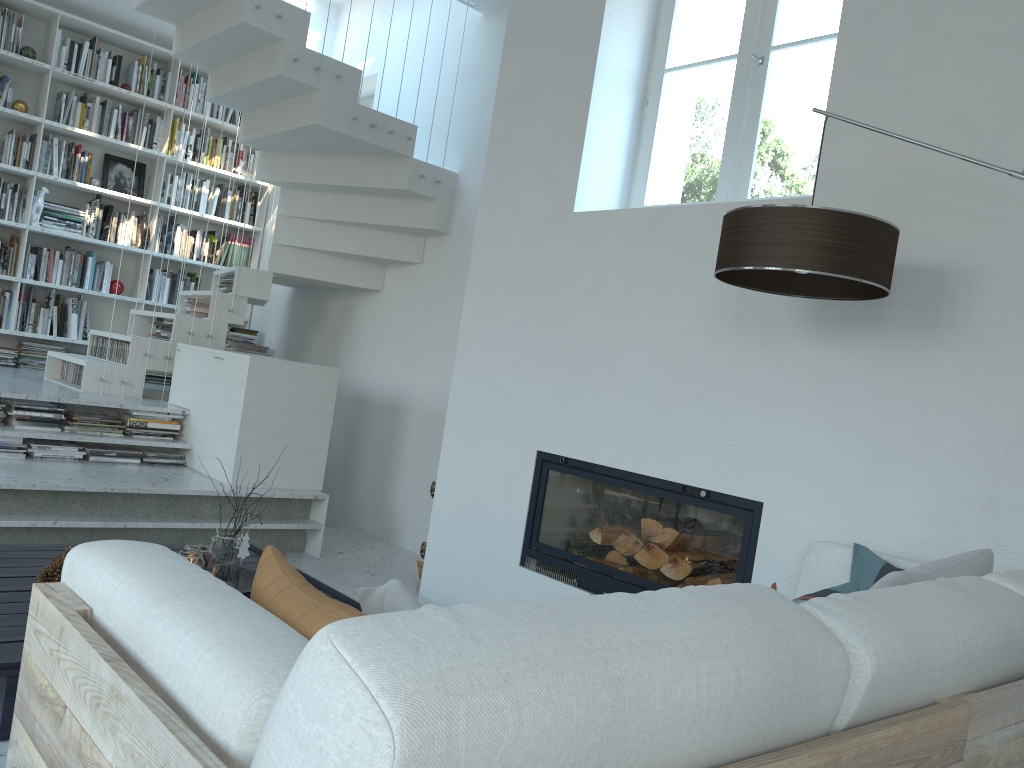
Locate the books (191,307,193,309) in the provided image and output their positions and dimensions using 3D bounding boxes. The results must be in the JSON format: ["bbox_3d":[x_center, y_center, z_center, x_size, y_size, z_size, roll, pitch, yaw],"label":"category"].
[{"bbox_3d":[-2.002,-0.499,5.863,0.178,0.036,0.221,9,0,-37],"label":"books"}]

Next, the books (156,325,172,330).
[{"bbox_3d":[-2.307,-0.373,6.019,0.181,0.022,0.140,9,0,42],"label":"books"}]

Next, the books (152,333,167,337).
[{"bbox_3d":[-2.323,-0.322,6.012,0.216,0.009,0.158,9,0,42],"label":"books"}]

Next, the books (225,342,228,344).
[{"bbox_3d":[-2.147,-0.309,6.934,0.159,0.015,0.119,9,0,-37],"label":"books"}]

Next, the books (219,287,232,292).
[{"bbox_3d":[-1.851,-0.621,5.945,0.182,0.013,0.287,9,0,-27],"label":"books"}]

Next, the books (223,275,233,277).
[{"bbox_3d":[-1.939,-0.736,6.224,0.165,0.014,0.235,9,0,-24],"label":"books"}]

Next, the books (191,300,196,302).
[{"bbox_3d":[-2.005,-0.535,5.872,0.218,0.012,0.156,9,0,-25],"label":"books"}]

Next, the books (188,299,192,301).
[{"bbox_3d":[-2.123,-0.567,6.126,0.180,0.014,0.157,9,0,45],"label":"books"}]

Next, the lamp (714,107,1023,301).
[{"bbox_3d":[1.172,0.269,2.171,1.557,1.966,0.471,9,1,34],"label":"lamp"}]

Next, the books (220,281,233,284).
[{"bbox_3d":[-1.837,-0.667,5.948,0.177,0.007,0.254,9,0,-33],"label":"books"}]

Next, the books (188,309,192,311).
[{"bbox_3d":[-2.133,-0.497,6.127,0.160,0.010,0.179,9,0,-38],"label":"books"}]

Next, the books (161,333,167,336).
[{"bbox_3d":[-2.180,-0.309,5.841,0.207,0.016,0.175,9,0,43],"label":"books"}]

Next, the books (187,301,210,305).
[{"bbox_3d":[-1.901,-0.498,5.633,0.295,0.007,0.146,9,0,-7],"label":"books"}]

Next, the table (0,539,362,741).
[{"bbox_3d":[-1.254,0.779,3.009,1.271,0.218,1.256,9,0,-41],"label":"table"}]

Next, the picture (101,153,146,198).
[{"bbox_3d":[-2.934,-1.556,6.703,0.300,0.300,0.077,9,1,-41],"label":"picture"}]

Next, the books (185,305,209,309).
[{"bbox_3d":[-1.905,-0.473,5.633,0.295,0.006,0.146,9,0,-7],"label":"books"}]

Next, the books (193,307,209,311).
[{"bbox_3d":[-1.907,-0.463,5.633,0.215,0.014,0.138,9,0,-14],"label":"books"}]

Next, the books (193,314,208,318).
[{"bbox_3d":[-1.917,-0.419,5.655,0.206,0.012,0.183,9,0,-14],"label":"books"}]

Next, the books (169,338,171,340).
[{"bbox_3d":[-2.171,-0.285,5.852,0.138,0.013,0.198,9,0,-35],"label":"books"}]

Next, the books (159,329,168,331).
[{"bbox_3d":[-2.304,-0.357,6.024,0.132,0.010,0.198,9,0,-37],"label":"books"}]

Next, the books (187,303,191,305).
[{"bbox_3d":[-2.122,-0.540,6.130,0.150,0.017,0.239,9,0,-43],"label":"books"}]

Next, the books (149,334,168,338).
[{"bbox_3d":[-2.330,-0.316,6.007,0.189,0.007,0.195,9,0,-44],"label":"books"}]

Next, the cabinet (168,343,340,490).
[{"bbox_3d":[-1.507,0.166,4.992,0.552,0.668,0.992,8,0,-41],"label":"cabinet"}]

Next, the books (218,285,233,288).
[{"bbox_3d":[-1.850,-0.635,5.944,0.191,0.014,0.243,9,0,-28],"label":"books"}]

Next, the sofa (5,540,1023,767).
[{"bbox_3d":[0.363,0.699,1.654,2.196,0.854,0.870,9,0,-41],"label":"sofa"}]

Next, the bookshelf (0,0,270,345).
[{"bbox_3d":[-4.519,-1.185,5.230,6.302,3.143,0.330,9,1,-41],"label":"bookshelf"}]

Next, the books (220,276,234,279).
[{"bbox_3d":[-1.837,-0.697,5.945,0.191,0.013,0.243,9,0,-30],"label":"books"}]

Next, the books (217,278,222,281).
[{"bbox_3d":[-1.950,-0.723,6.219,0.190,0.015,0.230,9,0,-27],"label":"books"}]

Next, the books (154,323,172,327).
[{"bbox_3d":[-2.310,-0.389,6.014,0.207,0.009,0.160,9,0,45],"label":"books"}]

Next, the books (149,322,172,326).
[{"bbox_3d":[-2.322,-0.399,6.002,0.188,0.006,0.198,9,0,45],"label":"books"}]

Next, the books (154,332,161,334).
[{"bbox_3d":[-2.324,-0.333,6.010,0.159,0.012,0.225,9,0,-33],"label":"books"}]

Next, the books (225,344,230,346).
[{"bbox_3d":[-2.141,-0.293,6.925,0.206,0.015,0.144,9,0,-44],"label":"books"}]

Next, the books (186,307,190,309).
[{"bbox_3d":[-2.125,-0.507,6.133,0.145,0.012,0.296,9,0,-42],"label":"books"}]

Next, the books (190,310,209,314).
[{"bbox_3d":[-1.914,-0.441,5.660,0.254,0.007,0.189,9,0,-14],"label":"books"}]

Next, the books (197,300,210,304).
[{"bbox_3d":[-1.902,-0.510,5.650,0.184,0.016,0.179,9,0,-13],"label":"books"}]

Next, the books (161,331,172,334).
[{"bbox_3d":[-2.178,-0.324,5.840,0.184,0.014,0.225,9,0,-44],"label":"books"}]

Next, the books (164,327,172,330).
[{"bbox_3d":[-2.175,-0.350,5.839,0.189,0.012,0.155,9,0,-38],"label":"books"}]

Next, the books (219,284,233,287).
[{"bbox_3d":[-1.841,-0.645,5.948,0.187,0.009,0.260,9,0,-31],"label":"books"}]

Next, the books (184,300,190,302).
[{"bbox_3d":[-2.132,-0.555,6.120,0.203,0.011,0.173,9,0,44],"label":"books"}]

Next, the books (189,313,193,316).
[{"bbox_3d":[-2.037,-0.447,5.897,0.184,0.016,0.128,9,0,-34],"label":"books"}]

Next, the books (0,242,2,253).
[{"bbox_3d":[-3.594,-0.878,6.182,0.016,0.231,0.138,8,1,-41],"label":"books"}]

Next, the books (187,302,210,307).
[{"bbox_3d":[-1.903,-0.490,5.633,0.295,0.007,0.146,9,0,-11],"label":"books"}]

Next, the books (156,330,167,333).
[{"bbox_3d":[-2.311,-0.345,6.019,0.165,0.015,0.145,9,0,43],"label":"books"}]

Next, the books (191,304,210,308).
[{"bbox_3d":[-1.906,-0.482,5.648,0.232,0.011,0.171,9,0,-5],"label":"books"}]

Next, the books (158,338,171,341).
[{"bbox_3d":[-2.190,-0.279,5.837,0.223,0.004,0.191,9,0,45],"label":"books"}]

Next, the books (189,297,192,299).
[{"bbox_3d":[-2.118,-0.580,6.128,0.157,0.014,0.180,9,0,-43],"label":"books"}]

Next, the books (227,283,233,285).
[{"bbox_3d":[-1.830,-0.655,5.954,0.154,0.014,0.196,9,0,-28],"label":"books"}]

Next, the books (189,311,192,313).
[{"bbox_3d":[-2.017,-0.459,5.874,0.200,0.014,0.177,9,0,-37],"label":"books"}]

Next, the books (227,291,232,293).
[{"bbox_3d":[-1.828,-0.604,5.960,0.130,0.014,0.249,9,0,-28],"label":"books"}]

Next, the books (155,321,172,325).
[{"bbox_3d":[-2.305,-0.405,6.015,0.161,0.012,0.194,9,0,-44],"label":"books"}]

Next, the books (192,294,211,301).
[{"bbox_3d":[-1.897,-0.534,5.643,0.234,0.025,0.157,9,0,-4],"label":"books"}]

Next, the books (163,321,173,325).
[{"bbox_3d":[-2.168,-0.388,5.839,0.193,0.014,0.177,9,0,43],"label":"books"}]

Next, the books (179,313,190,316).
[{"bbox_3d":[-2.149,-0.458,6.119,0.190,0.018,0.287,9,0,-42],"label":"books"}]

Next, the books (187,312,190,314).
[{"bbox_3d":[-2.128,-0.472,6.135,0.136,0.017,0.288,9,0,-43],"label":"books"}]

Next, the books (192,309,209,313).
[{"bbox_3d":[-1.911,-0.450,5.647,0.222,0.011,0.180,9,0,-10],"label":"books"}]

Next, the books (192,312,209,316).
[{"bbox_3d":[-1.914,-0.432,5.650,0.215,0.013,0.189,9,0,-9],"label":"books"}]

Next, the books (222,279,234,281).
[{"bbox_3d":[-1.831,-0.685,5.950,0.174,0.009,0.239,9,0,-32],"label":"books"}]

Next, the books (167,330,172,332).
[{"bbox_3d":[-2.167,-0.335,5.848,0.150,0.013,0.219,9,0,-36],"label":"books"}]

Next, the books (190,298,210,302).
[{"bbox_3d":[-1.898,-0.519,5.635,0.254,0.005,0.161,9,0,-9],"label":"books"}]

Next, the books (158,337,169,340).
[{"bbox_3d":[-2.306,-0.302,6.029,0.130,0.014,0.188,9,0,-41],"label":"books"}]
